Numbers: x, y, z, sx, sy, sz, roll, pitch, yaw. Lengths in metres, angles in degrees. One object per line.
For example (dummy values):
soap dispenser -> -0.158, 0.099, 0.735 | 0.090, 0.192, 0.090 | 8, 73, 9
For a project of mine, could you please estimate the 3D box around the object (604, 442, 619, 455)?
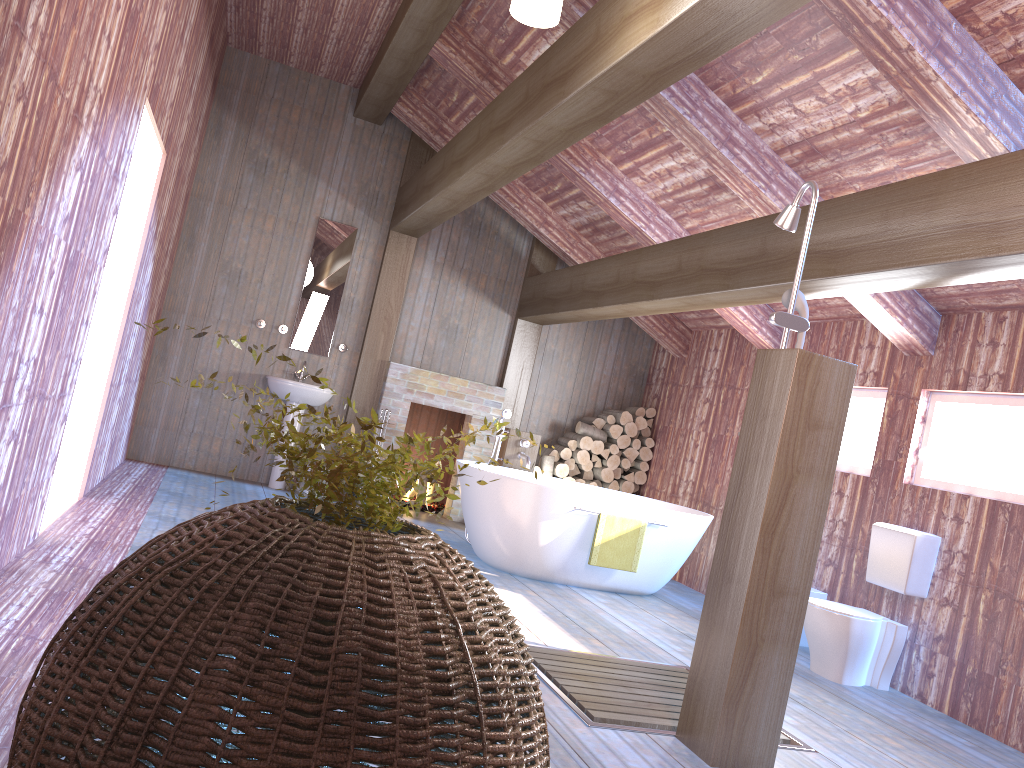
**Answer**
object -> 0.899, 0.606, 8.553 | 0.102, 0.109, 0.438 | 13, -3, -18

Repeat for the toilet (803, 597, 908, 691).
toilet -> 1.866, 1.468, 5.016 | 0.534, 0.400, 0.375 | 13, -3, -17

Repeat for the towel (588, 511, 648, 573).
towel -> 0.709, 1.055, 5.913 | 0.370, 0.361, 0.032 | 14, -3, -22

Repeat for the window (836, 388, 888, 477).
window -> 2.236, 0.311, 6.275 | 0.054, 0.587, 1.255 | 13, -3, -17

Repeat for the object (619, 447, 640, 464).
object -> 1.056, 0.672, 8.640 | 0.172, 0.151, 0.482 | 13, -3, -17

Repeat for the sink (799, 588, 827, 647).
sink -> 1.748, 1.414, 5.801 | 0.515, 0.517, 0.335 | 13, -3, -17

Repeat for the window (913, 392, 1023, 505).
window -> 2.694, 0.350, 4.798 | 0.054, 0.587, 1.255 | 13, -3, -17

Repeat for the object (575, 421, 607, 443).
object -> 0.752, 0.458, 8.397 | 0.302, 0.157, 0.121 | 13, -3, -17

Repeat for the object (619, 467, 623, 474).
object -> 1.012, 0.828, 8.587 | 0.065, 0.069, 0.177 | 14, -3, -19

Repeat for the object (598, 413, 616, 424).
object -> 0.912, 0.336, 8.542 | 0.094, 0.097, 0.227 | 13, -3, -17

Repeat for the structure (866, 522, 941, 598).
structure -> 2.241, 1.009, 5.118 | 0.182, 0.363, 0.358 | 13, -3, -17

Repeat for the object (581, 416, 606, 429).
object -> 0.783, 0.382, 8.614 | 0.140, 0.121, 0.319 | 13, -3, -16

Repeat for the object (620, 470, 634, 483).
object -> 1.055, 0.867, 8.616 | 0.115, 0.112, 0.423 | 13, -3, -18

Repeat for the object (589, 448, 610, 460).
object -> 0.801, 0.655, 8.522 | 0.109, 0.124, 0.424 | 14, -3, -19

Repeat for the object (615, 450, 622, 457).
object -> 0.964, 0.670, 8.557 | 0.095, 0.090, 0.278 | 13, -3, -16

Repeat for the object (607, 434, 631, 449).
object -> 0.988, 0.547, 8.585 | 0.143, 0.151, 0.440 | 13, -3, -18

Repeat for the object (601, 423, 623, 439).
object -> 0.912, 0.438, 8.575 | 0.139, 0.148, 0.458 | 13, -3, -18

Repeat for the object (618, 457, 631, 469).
object -> 1.015, 0.744, 8.597 | 0.102, 0.109, 0.438 | 13, -3, -18

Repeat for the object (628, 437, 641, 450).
object -> 1.121, 0.566, 8.627 | 0.089, 0.106, 0.437 | 13, -3, -17

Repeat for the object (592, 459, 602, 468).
object -> 0.784, 0.744, 8.527 | 0.085, 0.096, 0.280 | 13, -3, -17

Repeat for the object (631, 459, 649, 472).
object -> 1.197, 0.777, 8.659 | 0.102, 0.109, 0.438 | 13, -3, -18

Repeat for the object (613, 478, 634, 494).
object -> 1.027, 0.981, 8.618 | 0.137, 0.133, 0.437 | 14, -3, -20

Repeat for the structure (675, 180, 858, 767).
structure -> 1.004, 0.282, 3.348 | 0.328, 2.209, 0.522 | 13, -2, 3

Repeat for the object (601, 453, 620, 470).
object -> 0.891, 0.736, 8.558 | 0.136, 0.157, 0.439 | 13, -3, -17

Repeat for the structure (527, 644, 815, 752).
structure -> 0.572, 1.347, 3.810 | 1.000, 0.067, 1.000 | 13, -3, -18

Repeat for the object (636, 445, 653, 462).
object -> 1.214, 0.660, 8.665 | 0.147, 0.152, 0.439 | 13, -3, -18

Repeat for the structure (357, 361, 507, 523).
structure -> -0.748, 0.561, 8.201 | 1.130, 1.330, 0.226 | 13, -3, -18

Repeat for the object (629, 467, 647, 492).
object -> 1.148, 0.937, 8.658 | 0.137, 0.256, 0.439 | 13, -3, -18

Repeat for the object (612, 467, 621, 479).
object -> 0.943, 0.838, 8.563 | 0.111, 0.118, 0.302 | 14, -3, -19

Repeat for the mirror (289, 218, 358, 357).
mirror -> -1.682, -0.861, 7.926 | 0.350, 1.199, 0.009 | 13, -3, -18

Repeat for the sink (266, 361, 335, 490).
sink -> -1.904, 0.356, 7.670 | 0.582, 1.143, 0.475 | 14, -3, -18

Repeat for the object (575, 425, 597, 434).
object -> 0.716, 0.453, 8.593 | 0.113, 0.130, 0.291 | 13, -3, -17

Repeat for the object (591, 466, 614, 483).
object -> 0.824, 0.848, 8.539 | 0.141, 0.143, 0.437 | 14, -3, -20

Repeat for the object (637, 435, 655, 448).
object -> 1.252, 0.552, 8.671 | 0.102, 0.109, 0.438 | 13, -3, -18

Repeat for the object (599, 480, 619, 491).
object -> 0.918, 0.963, 8.548 | 0.114, 0.113, 0.301 | 14, -3, -20

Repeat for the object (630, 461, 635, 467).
object -> 1.126, 0.763, 8.683 | 0.088, 0.092, 0.280 | 13, -3, -17

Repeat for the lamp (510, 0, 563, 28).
lamp -> 0.186, -1.750, 3.063 | 0.174, 1.001, 0.174 | 15, -3, -37

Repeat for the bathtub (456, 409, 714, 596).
bathtub -> 0.521, 0.868, 6.448 | 1.935, 1.109, 1.460 | 13, -2, 4

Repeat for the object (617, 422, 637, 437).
object -> 1.055, 0.423, 8.603 | 0.141, 0.143, 0.437 | 14, -3, -20
